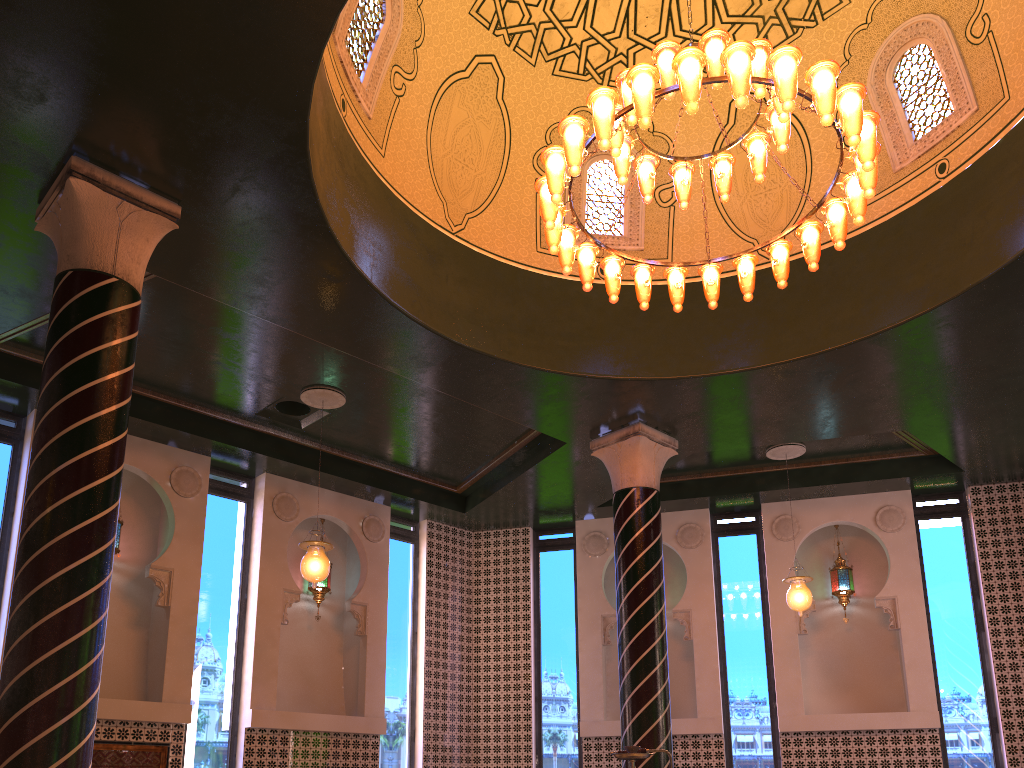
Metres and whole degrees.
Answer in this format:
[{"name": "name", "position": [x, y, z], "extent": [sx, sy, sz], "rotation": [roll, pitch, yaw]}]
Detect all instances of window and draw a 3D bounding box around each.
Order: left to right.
[{"name": "window", "position": [-5.864, 2.340, 9.153], "extent": [0.094, 3.775, 0.796], "rotation": [-14, -20, 42]}, {"name": "window", "position": [-3.813, 3.258, 11.090], "extent": [0.094, 3.775, 0.796], "rotation": [-14, -20, 42]}, {"name": "window", "position": [-1.762, 4.175, 13.026], "extent": [0.094, 3.775, 0.796], "rotation": [-14, -20, 42]}, {"name": "window", "position": [0.740, 4.456, 13.643], "extent": [0.778, 3.776, 0.096], "rotation": [-5, -15, 16]}, {"name": "window", "position": [1.377, -3.240, 7.060], "extent": [5.749, 1.099, 5.910], "rotation": [3, -26, -8]}, {"name": "window", "position": [3.490, 4.077, 12.888], "extent": [0.778, 3.776, 0.096], "rotation": [-5, -15, 16]}, {"name": "window", "position": [6.239, 3.698, 12.134], "extent": [0.778, 3.776, 0.096], "rotation": [-5, -15, 16]}]

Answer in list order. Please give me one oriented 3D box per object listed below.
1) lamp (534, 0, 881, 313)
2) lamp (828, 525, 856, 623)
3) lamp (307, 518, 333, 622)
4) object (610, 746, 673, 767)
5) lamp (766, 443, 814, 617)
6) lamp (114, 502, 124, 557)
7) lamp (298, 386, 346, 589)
[{"name": "lamp", "position": [1.401, -3.261, 6.892], "extent": [2.526, 4.347, 2.577], "rotation": [12, -21, -35]}, {"name": "lamp", "position": [4.899, 2.806, 12.848], "extent": [0.366, 1.477, 0.339], "rotation": [9, -18, -30]}, {"name": "lamp", "position": [-2.765, 2.662, 12.451], "extent": [0.361, 1.477, 0.343], "rotation": [3, -15, -10]}, {"name": "object", "position": [0.923, 3.150, 5.987], "extent": [0.469, 1.182, 0.315], "rotation": [8, -18, -27]}, {"name": "lamp", "position": [3.723, 1.955, 11.448], "extent": [0.529, 2.188, 0.540], "rotation": [-11, -18, 33]}, {"name": "lamp", "position": [-4.876, 1.704, 10.429], "extent": [0.325, 1.477, 0.381], "rotation": [2, -16, -10]}, {"name": "lamp", "position": [-2.196, 1.201, 9.803], "extent": [0.529, 2.188, 0.540], "rotation": [-11, -18, 33]}]
